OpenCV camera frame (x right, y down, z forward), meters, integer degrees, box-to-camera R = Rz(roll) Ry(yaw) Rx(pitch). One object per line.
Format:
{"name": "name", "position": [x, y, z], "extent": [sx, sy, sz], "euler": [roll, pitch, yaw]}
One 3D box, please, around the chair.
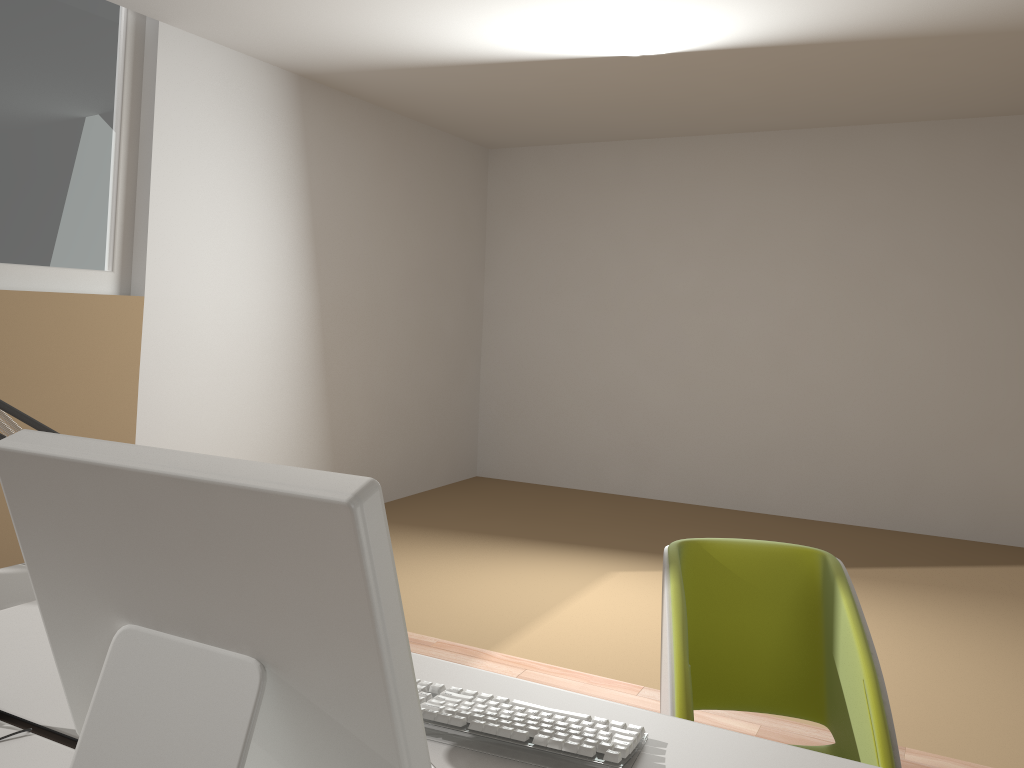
{"name": "chair", "position": [0.454, 0.756, 1.583], "extent": [0.621, 0.813, 0.597], "euler": [2, 0, 2]}

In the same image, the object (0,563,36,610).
{"name": "object", "position": [-1.107, 0.765, 1.620], "extent": [0.309, 0.678, 0.620], "euler": [1, 0, 27]}

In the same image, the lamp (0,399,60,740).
{"name": "lamp", "position": [-0.551, 0.267, 1.197], "extent": [0.539, 0.532, 0.139], "euler": [2, -2, -8]}

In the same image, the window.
{"name": "window", "position": [-2.633, -1.225, 2.650], "extent": [0.045, 1.801, 3.630], "euler": [1, 2, 27]}

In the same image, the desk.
{"name": "desk", "position": [-0.314, 0.821, 1.081], "extent": [1.603, 0.689, 0.803], "euler": [4, 2, 27]}

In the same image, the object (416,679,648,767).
{"name": "object", "position": [-0.098, 0.487, 1.110], "extent": [0.456, 0.080, 0.387], "euler": [4, 4, 22]}

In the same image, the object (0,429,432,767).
{"name": "object", "position": [-0.303, 0.276, 0.854], "extent": [0.467, 0.433, 0.196], "euler": [3, -1, 27]}
